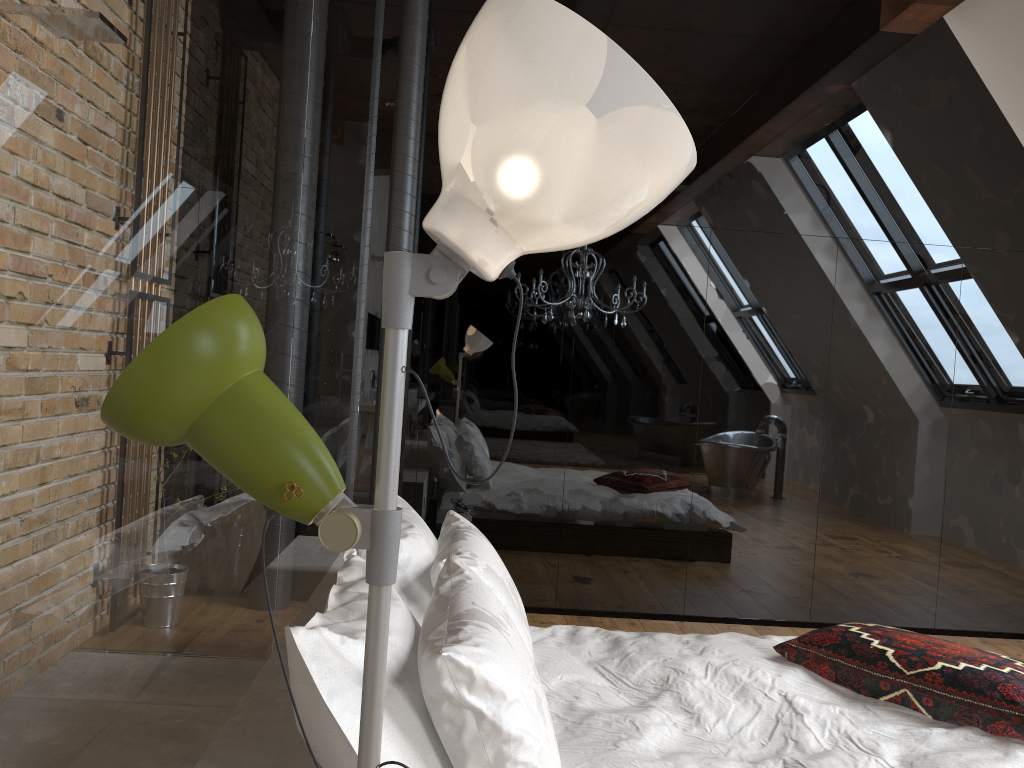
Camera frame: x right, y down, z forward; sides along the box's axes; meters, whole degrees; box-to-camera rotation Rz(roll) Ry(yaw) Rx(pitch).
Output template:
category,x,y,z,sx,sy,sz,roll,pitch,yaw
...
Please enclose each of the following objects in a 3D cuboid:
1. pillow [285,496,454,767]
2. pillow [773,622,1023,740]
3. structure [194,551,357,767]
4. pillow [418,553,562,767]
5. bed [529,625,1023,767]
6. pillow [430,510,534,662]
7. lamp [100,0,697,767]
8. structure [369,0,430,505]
category,x,y,z,sx,sy,sz,roll,pitch,yaw
pillow,-0.236,0.599,2.142,0.358,0.517,1.746,4,1,-4
pillow,1.190,0.809,2.506,0.453,0.157,0.748,3,1,-43
structure,-0.495,0.905,2.165,0.206,0.494,2.820,4,1,-3
pillow,-0.049,0.612,1.744,0.276,0.397,0.744,4,1,-3
bed,0.681,1.007,2.352,2.169,0.442,2.300,4,1,-3
pillow,-0.092,0.618,2.537,0.291,0.385,0.748,4,1,-3
lamp,-0.141,0.407,0.878,0.561,1.582,0.270,4,1,-6
structure,-1.062,-0.489,3.943,1.189,3.140,0.829,4,1,-3
